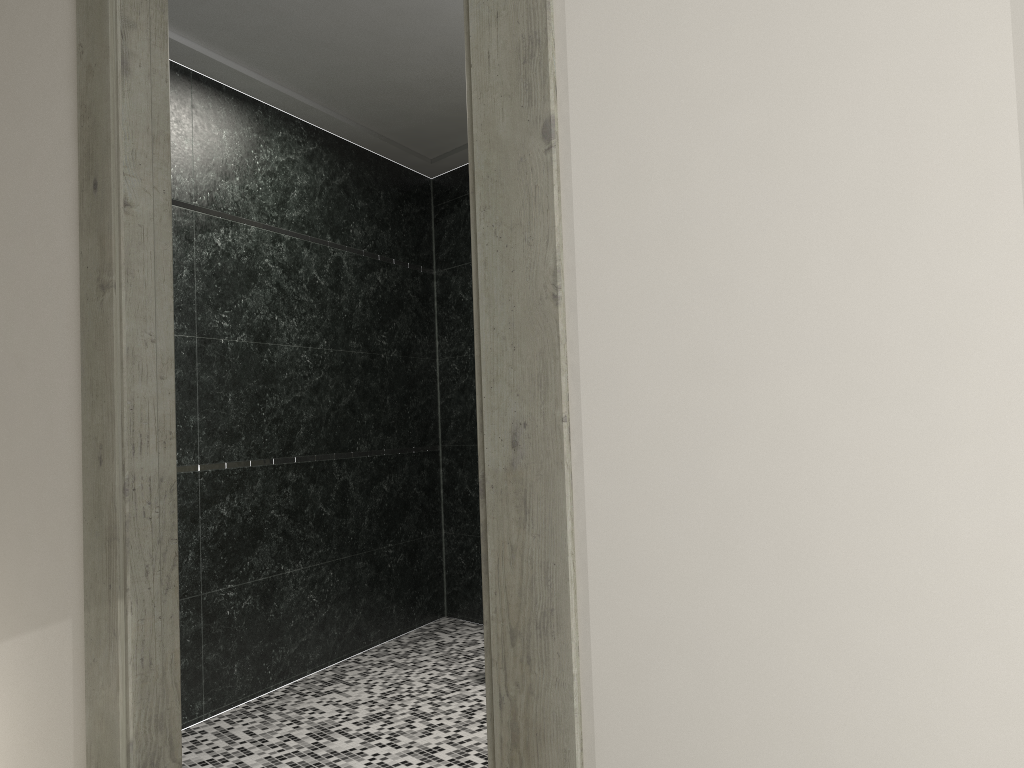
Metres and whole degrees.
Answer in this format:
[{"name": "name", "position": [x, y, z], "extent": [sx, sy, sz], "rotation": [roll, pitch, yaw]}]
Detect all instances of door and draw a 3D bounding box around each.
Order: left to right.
[{"name": "door", "position": [-0.195, 0.051, 2.367], "extent": [1.401, 2.515, 1.118], "rotation": [-4, -3, 32]}]
